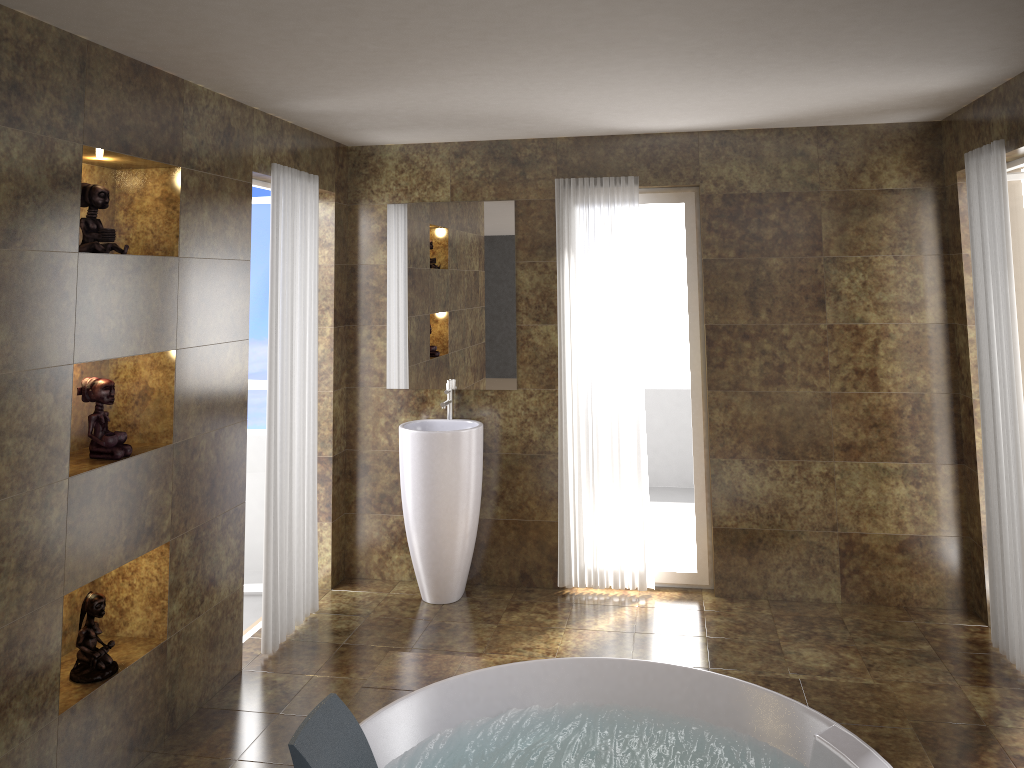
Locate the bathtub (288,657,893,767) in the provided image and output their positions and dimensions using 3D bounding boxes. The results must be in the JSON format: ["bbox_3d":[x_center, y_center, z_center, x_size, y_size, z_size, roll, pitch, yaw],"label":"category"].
[{"bbox_3d":[0.276,1.314,2.500,1.747,0.526,1.752,4,8,41],"label":"bathtub"}]

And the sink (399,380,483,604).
[{"bbox_3d":[-0.385,0.572,4.673,0.458,1.146,0.431,-2,-5,13],"label":"sink"}]

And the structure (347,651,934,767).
[{"bbox_3d":[0.278,1.322,2.500,2.003,0.125,2.006,1,7,11],"label":"structure"}]

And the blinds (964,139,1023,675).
[{"bbox_3d":[2.142,0.063,3.810,0.069,2.296,0.476,-2,-6,11],"label":"blinds"}]

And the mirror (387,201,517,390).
[{"bbox_3d":[-0.356,-0.517,5.008,0.767,1.101,0.008,-1,-6,10],"label":"mirror"}]

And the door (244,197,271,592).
[{"bbox_3d":[-1.680,0.035,4.884,0.961,2.246,0.039,-1,-6,0],"label":"door"}]

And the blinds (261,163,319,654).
[{"bbox_3d":[-1.073,0.046,4.297,0.068,2.296,0.591,-2,-6,11],"label":"blinds"}]

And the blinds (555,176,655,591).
[{"bbox_3d":[0.490,-0.035,4.770,0.518,2.284,0.066,-2,-6,10],"label":"blinds"}]

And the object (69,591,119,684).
[{"bbox_3d":[-1.431,0.854,2.971,0.152,0.276,0.150,-1,-3,11],"label":"object"}]

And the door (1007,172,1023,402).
[{"bbox_3d":[2.782,0.098,3.876,0.952,2.245,0.040,-5,-7,44],"label":"door"}]

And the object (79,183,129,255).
[{"bbox_3d":[-1.470,-0.592,3.090,0.152,0.269,0.120,-1,-4,11],"label":"object"}]

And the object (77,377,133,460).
[{"bbox_3d":[-1.443,0.119,3.076,0.174,0.287,0.110,-1,-5,10],"label":"object"}]
